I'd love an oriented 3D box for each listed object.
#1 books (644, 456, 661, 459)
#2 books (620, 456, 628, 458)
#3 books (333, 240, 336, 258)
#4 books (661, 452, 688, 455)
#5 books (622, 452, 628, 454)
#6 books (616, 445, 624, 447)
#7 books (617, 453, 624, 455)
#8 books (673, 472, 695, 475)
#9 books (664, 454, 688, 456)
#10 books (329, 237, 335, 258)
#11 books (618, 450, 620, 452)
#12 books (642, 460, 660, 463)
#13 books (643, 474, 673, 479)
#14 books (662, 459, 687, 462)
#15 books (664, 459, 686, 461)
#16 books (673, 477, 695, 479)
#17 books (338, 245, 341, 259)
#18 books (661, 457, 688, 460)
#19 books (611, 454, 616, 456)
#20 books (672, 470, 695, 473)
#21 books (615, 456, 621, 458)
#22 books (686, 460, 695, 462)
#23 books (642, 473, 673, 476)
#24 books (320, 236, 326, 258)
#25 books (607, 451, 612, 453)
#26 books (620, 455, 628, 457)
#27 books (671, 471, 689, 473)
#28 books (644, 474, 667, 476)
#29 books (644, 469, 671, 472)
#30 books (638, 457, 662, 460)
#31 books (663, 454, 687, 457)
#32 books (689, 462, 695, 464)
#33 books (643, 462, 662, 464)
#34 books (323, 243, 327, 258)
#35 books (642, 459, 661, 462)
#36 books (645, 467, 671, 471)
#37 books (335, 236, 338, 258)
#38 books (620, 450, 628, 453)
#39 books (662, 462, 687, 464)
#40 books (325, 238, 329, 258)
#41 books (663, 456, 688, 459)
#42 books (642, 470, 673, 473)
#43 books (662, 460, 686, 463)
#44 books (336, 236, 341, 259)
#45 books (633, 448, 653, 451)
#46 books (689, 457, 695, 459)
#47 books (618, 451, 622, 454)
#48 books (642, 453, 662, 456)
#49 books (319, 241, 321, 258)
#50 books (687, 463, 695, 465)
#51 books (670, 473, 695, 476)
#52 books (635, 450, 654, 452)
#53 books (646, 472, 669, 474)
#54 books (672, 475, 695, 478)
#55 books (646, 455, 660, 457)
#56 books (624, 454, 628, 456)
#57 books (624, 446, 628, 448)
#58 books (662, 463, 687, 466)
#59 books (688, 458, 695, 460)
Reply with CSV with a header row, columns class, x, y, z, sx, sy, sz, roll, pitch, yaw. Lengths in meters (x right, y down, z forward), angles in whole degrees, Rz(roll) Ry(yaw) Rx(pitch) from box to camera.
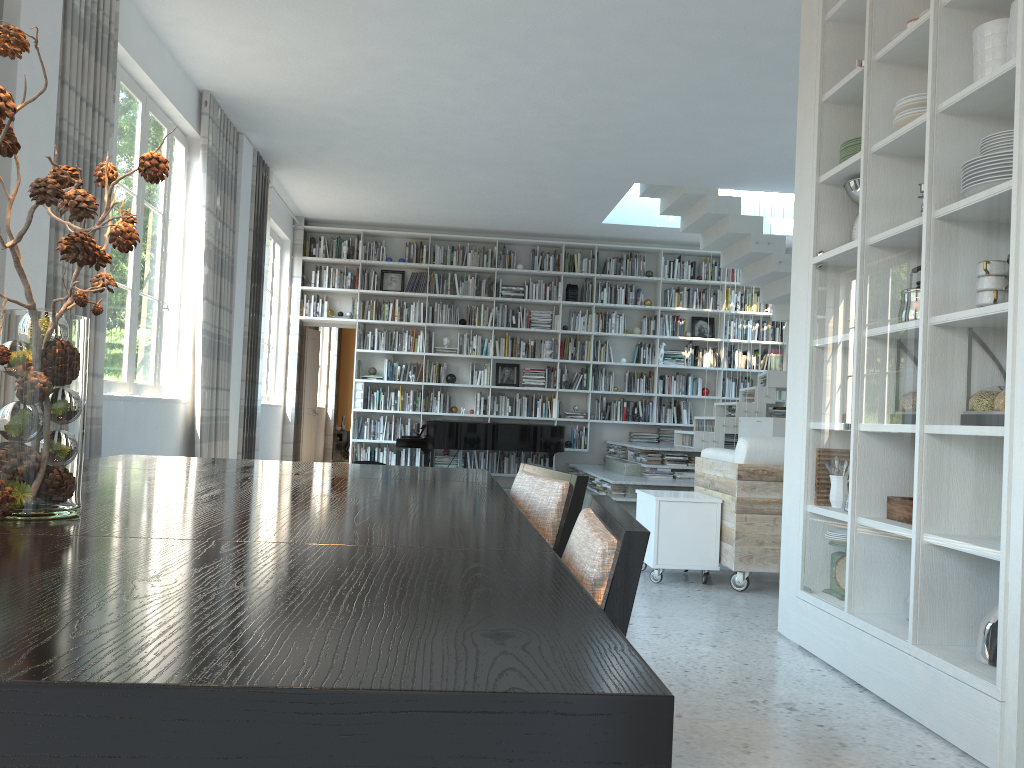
class,x,y,z,sx,sy,sz,roll,pitch,yaw
books,1.488,0.777,9.385,0.137,0.012,0.242,3,-2,-3
books,1.372,0.859,10.397,0.182,0.011,0.253,3,-2,0
books,-2.220,-1.665,11.118,0.030,0.257,0.130,3,-2,-4
books,1.705,0.728,9.322,0.261,0.016,0.128,3,-2,-5
books,1.391,0.814,10.399,0.159,0.018,0.203,3,-2,-6
books,1.362,0.754,10.687,0.165,0.015,0.243,3,-2,-9
books,1.360,0.848,10.685,0.164,0.023,0.242,3,-2,0
books,1.785,0.926,9.199,0.211,0.018,0.134,3,-2,-1
books,1.706,0.739,9.301,0.228,0.009,0.159,3,-2,-8
books,-2.252,-1.680,11.097,0.039,0.282,0.181,3,-2,-4
books,1.377,0.813,10.687,0.150,0.013,0.215,3,-2,-4
books,1.469,0.823,9.383,0.161,0.014,0.212,3,-2,0
books,1.502,0.954,9.143,0.262,0.023,0.200,3,-2,-6
books,1.703,0.804,9.290,0.215,0.013,0.189,3,-2,-5
books,1.703,0.792,9.301,0.210,0.012,0.168,3,-2,-3
books,1.783,0.973,9.190,0.208,0.015,0.152,3,-2,-6
books,-2.151,-1.628,11.109,0.024,0.187,0.159,3,-2,-4
books,1.703,0.781,9.304,0.260,0.009,0.153,3,-2,-1
books,1.336,0.886,10.988,0.173,0.017,0.233,3,-2,-5
books,1.786,0.905,9.195,0.220,0.013,0.149,3,-2,-5
books,1.355,0.878,10.684,0.183,0.012,0.296,3,-2,-5
books,1.983,0.814,9.303,0.273,0.014,0.187,3,-2,-9
books,1.502,0.933,9.164,0.285,0.008,0.159,3,-2,-6
books,-2.362,-1.686,11.089,0.028,0.283,0.189,3,-2,-4
books,1.309,0.864,11.278,0.175,0.017,0.265,3,-2,-1
books,1.380,0.846,10.398,0.178,0.014,0.247,3,-2,-6
books,1.786,0.914,9.193,0.242,0.005,0.152,3,-2,-3
books,1.501,0.940,9.164,0.264,0.006,0.164,3,-2,-3
books,1.503,0.896,9.174,0.257,0.010,0.132,3,-2,0
books,1.463,0.788,9.383,0.184,0.014,0.297,3,-2,-5
books,1.704,0.753,9.309,0.221,0.018,0.154,3,-2,-3
books,1.981,0.829,9.318,0.214,0.015,0.177,3,-2,-3
books,1.484,0.835,9.384,0.144,0.009,0.250,3,-2,-4
books,-2.335,-1.647,11.081,0.030,0.206,0.175,3,-2,-4
books,1.476,0.809,9.383,0.152,0.015,0.208,3,-2,-7
books,1.505,0.878,9.161,0.234,0.025,0.157,3,-2,-9
books,-2.196,-1.688,11.107,0.014,0.304,0.145,3,-2,-4
books,1.383,0.796,10.399,0.179,0.017,0.293,3,-2,-3
books,1.701,0.829,9.308,0.227,0.013,0.148,3,-2,-6
books,-2.299,-1.673,11.078,0.057,0.262,0.190,3,-2,-4
books,1.706,0.769,9.283,0.230,0.015,0.190,3,-2,1
books,1.503,0.906,9.162,0.292,0.012,0.159,3,-2,-1
books,1.701,0.817,9.314,0.207,0.012,0.131,3,-2,-8
books,-2.175,-1.692,11.119,0.029,0.314,0.129,3,-2,-4
books,1.432,0.714,9.660,0.189,0.022,0.237,3,-2,1
books,1.984,0.779,9.315,0.203,0.011,0.173,3,-2,-9
books,1.372,0.828,10.686,0.154,0.018,0.221,3,-2,-5
books,1.482,0.744,9.385,0.149,0.014,0.228,3,-2,-6
books,-2.390,-1.659,11.096,0.024,0.227,0.157,3,-2,-4
books,1.979,0.845,9.334,0.293,0.014,0.134,3,-2,-7
books,1.785,0.941,9.187,0.272,0.012,0.158,3,-2,-6
books,1.445,0.730,9.661,0.170,0.008,0.208,3,-2,-1
books,1.503,0.919,9.158,0.210,0.012,0.168,3,-2,0
books,1.785,0.956,9.176,0.232,0.019,0.169,3,-2,-9
books,1.484,0.755,9.385,0.132,0.009,0.269,3,-2,0
books,1.402,0.832,10.400,0.138,0.017,0.237,3,-2,-5
books,1.397,0.741,10.402,0.139,0.028,0.262,3,-2,1
books,1.701,0.842,9.293,0.216,0.015,0.177,3,-2,-6
books,1.983,0.791,9.321,0.245,0.013,0.172,3,-2,-5
